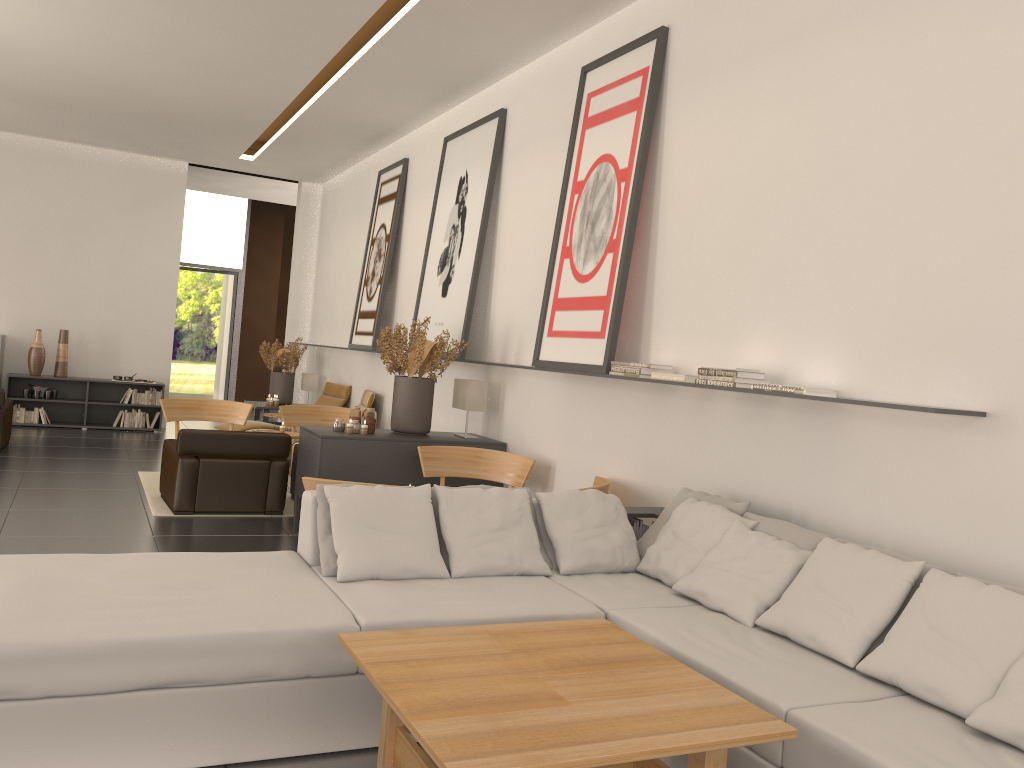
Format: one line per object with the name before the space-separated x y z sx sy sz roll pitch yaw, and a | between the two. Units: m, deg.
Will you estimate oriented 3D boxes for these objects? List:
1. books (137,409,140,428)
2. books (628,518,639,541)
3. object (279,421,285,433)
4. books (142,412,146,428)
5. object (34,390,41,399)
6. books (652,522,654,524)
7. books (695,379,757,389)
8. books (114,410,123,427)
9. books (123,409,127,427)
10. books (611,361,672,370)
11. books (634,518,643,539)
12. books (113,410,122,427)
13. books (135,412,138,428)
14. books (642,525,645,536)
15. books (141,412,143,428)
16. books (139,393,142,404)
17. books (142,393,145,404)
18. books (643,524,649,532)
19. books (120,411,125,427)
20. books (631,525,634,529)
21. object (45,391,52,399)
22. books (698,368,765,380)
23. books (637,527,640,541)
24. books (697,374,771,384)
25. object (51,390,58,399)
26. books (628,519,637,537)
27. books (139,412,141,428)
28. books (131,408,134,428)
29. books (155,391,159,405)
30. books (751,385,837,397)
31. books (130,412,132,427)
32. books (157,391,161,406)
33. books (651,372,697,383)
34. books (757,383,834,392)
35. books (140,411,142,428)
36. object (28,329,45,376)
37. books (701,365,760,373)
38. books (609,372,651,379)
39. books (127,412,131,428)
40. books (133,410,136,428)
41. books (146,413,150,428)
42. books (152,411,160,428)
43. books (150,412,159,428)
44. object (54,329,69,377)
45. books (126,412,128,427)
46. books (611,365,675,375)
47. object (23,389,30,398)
books | -8.313 0.762 19.734 0.041 0.404 0.245 5 1 -26
books | 1.054 1.319 7.799 0.021 0.274 0.156 5 1 -26
object | -3.496 0.664 13.509 0.076 0.187 0.076 5 1 13
books | -8.227 0.797 19.803 0.057 0.346 0.197 5 1 -26
object | -10.066 0.225 18.792 0.135 0.179 0.136 5 1 -25
books | 1.291 1.357 7.902 0.039 0.234 0.133 5 1 -26
books | 1.763 0.003 7.177 0.316 0.040 0.504 4 2 -26
books | -8.674 0.753 19.556 0.156 0.371 0.252 5 1 -26
books | -8.554 0.758 19.616 0.041 0.377 0.248 5 1 -26
books | 1.225 -0.174 8.389 0.299 0.040 0.526 4 2 -36
books | 1.087 1.321 7.820 0.028 0.273 0.165 5 1 -26
books | -8.701 0.757 19.544 0.153 0.360 0.250 5 1 -26
books | -8.353 0.793 19.714 0.041 0.335 0.248 5 1 -26
books | 1.110 1.346 7.834 0.028 0.226 0.168 5 1 -26
books | -8.247 0.798 19.754 0.020 0.342 0.268 5 1 -26
books | -8.272 0.321 19.739 0.054 0.249 0.167 5 1 -26
books | -8.222 0.325 19.764 0.054 0.249 0.167 5 1 -26
books | 1.139 1.351 7.852 0.039 0.221 0.174 5 1 -26
books | -8.602 0.772 19.584 0.071 0.344 0.265 5 1 -26
books | 0.999 1.340 7.784 0.028 0.222 0.175 5 1 -26
object | -9.892 0.237 18.907 0.135 0.179 0.135 6 1 35
books | 1.766 -0.082 7.163 0.284 0.053 0.485 4 2 -26
books | 1.068 1.349 7.806 0.012 0.215 0.153 5 1 -26
books | 1.796 -0.034 7.191 0.350 0.038 0.525 4 2 -21
object | -9.882 0.231 19.140 0.135 0.179 0.136 5 1 -20
books | 1.032 1.327 7.785 0.028 0.254 0.149 5 1 -26
books | -8.285 0.796 19.737 0.014 0.342 0.267 5 1 -26
books | -8.424 0.752 19.687 0.031 0.406 0.231 5 1 -26
books | -7.955 0.314 19.848 0.039 0.312 0.246 5 1 -26
books | 2.088 0.051 6.582 0.337 0.034 0.517 4 2 -31
books | -8.458 0.790 19.654 0.016 0.328 0.265 5 1 -26
books | -7.919 0.320 19.876 0.048 0.305 0.226 5 1 -26
books | 1.481 -0.053 7.837 0.301 0.064 0.407 4 2 -36
books | 2.103 0.026 6.580 0.337 0.018 0.433 4 2 -31
books | -8.267 0.789 19.745 0.023 0.356 0.267 5 1 -26
object | -10.070 -0.664 18.799 0.326 0.992 0.327 5 1 -2
books | 1.767 -0.120 7.178 0.256 0.023 0.434 4 2 -26
books | 1.216 -0.076 8.399 0.376 0.032 0.504 4 2 -26
books | -8.493 0.787 19.642 0.057 0.328 0.257 5 1 -26
books | -8.395 0.769 19.708 0.041 0.377 0.221 5 1 -26
books | -8.147 0.815 19.820 0.106 0.325 0.238 5 1 -26
books | -7.996 0.804 19.885 0.156 0.371 0.252 5 1 -26
books | -8.023 0.808 19.873 0.153 0.360 0.250 5 1 -26
object | -9.739 -0.663 19.204 0.262 1.025 0.262 5 1 -22
books | -8.529 0.787 19.628 0.018 0.321 0.252 5 1 -26
books | 1.236 -0.122 8.393 0.391 0.063 0.498 4 2 -26
object | -10.278 0.207 18.771 0.135 0.179 0.136 5 1 -25
